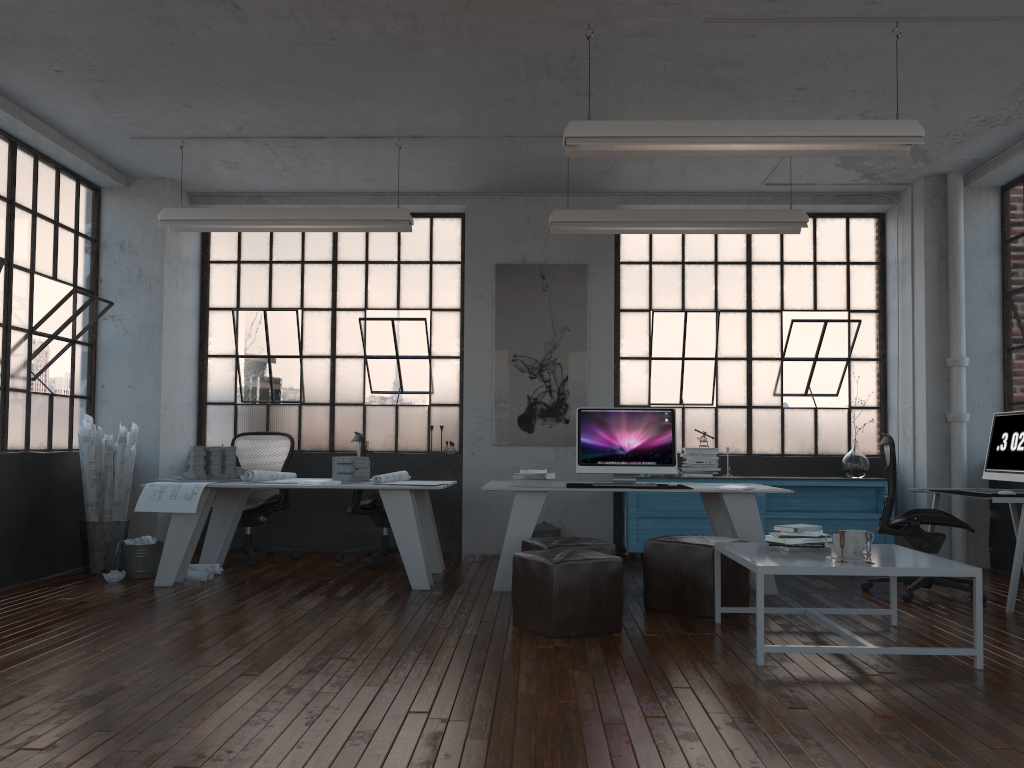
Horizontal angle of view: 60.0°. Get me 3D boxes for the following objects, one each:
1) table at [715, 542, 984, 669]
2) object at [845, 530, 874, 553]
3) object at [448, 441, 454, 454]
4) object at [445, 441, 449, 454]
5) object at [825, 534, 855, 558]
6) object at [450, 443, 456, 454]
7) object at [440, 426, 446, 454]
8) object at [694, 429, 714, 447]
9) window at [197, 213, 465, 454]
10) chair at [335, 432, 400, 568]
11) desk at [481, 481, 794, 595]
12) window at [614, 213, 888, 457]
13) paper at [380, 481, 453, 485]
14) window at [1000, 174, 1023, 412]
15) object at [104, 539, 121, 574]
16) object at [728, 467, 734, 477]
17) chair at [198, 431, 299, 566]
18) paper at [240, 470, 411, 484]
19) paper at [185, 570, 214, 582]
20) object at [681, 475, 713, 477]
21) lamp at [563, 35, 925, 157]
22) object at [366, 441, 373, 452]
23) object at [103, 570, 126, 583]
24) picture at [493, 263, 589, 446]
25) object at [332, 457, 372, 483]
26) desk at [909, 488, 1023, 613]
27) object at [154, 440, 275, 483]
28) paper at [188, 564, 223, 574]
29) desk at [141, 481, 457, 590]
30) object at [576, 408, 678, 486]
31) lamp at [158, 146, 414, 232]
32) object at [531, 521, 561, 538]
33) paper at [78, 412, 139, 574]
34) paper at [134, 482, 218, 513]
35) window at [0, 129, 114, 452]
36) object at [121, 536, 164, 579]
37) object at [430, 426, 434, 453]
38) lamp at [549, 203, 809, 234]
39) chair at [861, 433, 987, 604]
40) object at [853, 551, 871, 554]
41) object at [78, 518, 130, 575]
[{"bbox_3d":[1.610,1.073,4.437,0.991,0.444,0.974,0,-4,2],"label":"table"},{"bbox_3d":[1.762,0.800,4.504,0.129,0.109,0.101,0,-3,10],"label":"object"},{"bbox_3d":[-0.566,0.585,8.189,0.058,0.117,0.032,0,-3,16],"label":"object"},{"bbox_3d":[-0.605,0.589,8.247,0.032,0.117,0.058,2,-3,-37],"label":"object"},{"bbox_3d":[1.589,0.783,4.282,0.129,0.109,0.101,0,-3,10],"label":"object"},{"bbox_3d":[-0.550,0.598,8.262,0.058,0.101,0.032,-2,-3,37],"label":"object"},{"bbox_3d":[-0.654,0.516,8.226,0.085,0.259,0.085,2,-3,-35],"label":"object"},{"bbox_3d":[1.715,0.478,7.899,0.092,0.161,0.177,2,-4,-30],"label":"object"},{"bbox_3d":[-1.690,-0.482,8.399,2.590,2.388,0.670,0,-3,2],"label":"window"},{"bbox_3d":[-1.080,0.948,7.485,0.792,1.084,0.771,2,-3,-29],"label":"chair"},{"bbox_3d":[0.842,1.082,6.414,2.077,0.703,1.076,0,-4,2],"label":"desk"},{"bbox_3d":[2.216,-0.459,8.280,2.590,2.388,0.670,0,-3,2],"label":"window"},{"bbox_3d":[-0.674,0.703,6.293,0.428,0.001,0.485,0,-4,12],"label":"paper"},{"bbox_3d":[4.074,-0.594,6.130,0.669,2.388,2.594,0,-3,2],"label":"window"},{"bbox_3d":[-2.880,1.258,6.385,0.107,0.280,0.293,2,-3,-25],"label":"object"},{"bbox_3d":[1.916,0.772,7.806,0.088,0.084,0.088,0,-3,6],"label":"object"},{"bbox_3d":[-2.173,0.937,7.451,0.770,1.084,0.793,1,-3,-4],"label":"chair"},{"bbox_3d":[-1.362,0.693,6.684,1.075,0.105,0.977,0,-4,2],"label":"paper"},{"bbox_3d":[-2.283,1.374,6.352,0.341,0.068,0.083,-2,-4,27],"label":"paper"},{"bbox_3d":[1.600,0.797,7.695,0.253,0.014,0.187,0,-4,2],"label":"object"},{"bbox_3d":[1.215,-1.555,4.731,1.877,0.628,0.202,0,-3,2],"label":"lamp"},{"bbox_3d":[-1.347,0.580,8.248,0.124,0.100,0.124,-1,-4,24],"label":"object"},{"bbox_3d":[-2.778,1.345,6.194,0.135,0.083,0.108,1,-3,-8],"label":"object"},{"bbox_3d":[0.261,-0.268,8.004,0.853,1.648,0.025,0,-2,2],"label":"picture"},{"bbox_3d":[-1.200,0.636,6.614,0.416,0.182,0.389,-2,-4,32],"label":"object"},{"bbox_3d":[3.377,1.074,5.926,0.933,0.687,1.228,0,-4,2],"label":"desk"},{"bbox_3d":[-2.203,0.569,6.584,0.736,0.305,0.434,4,-5,-43],"label":"object"},{"bbox_3d":[-2.370,1.378,6.545,0.466,0.094,0.114,1,-3,-13],"label":"paper"},{"bbox_3d":[-1.478,1.065,6.484,2.056,0.696,1.066,0,-4,2],"label":"desk"},{"bbox_3d":[0.815,0.440,6.282,0.714,0.552,0.377,0,-3,3],"label":"object"},{"bbox_3d":[-1.674,-1.467,6.610,1.877,0.628,0.202,0,-3,2],"label":"lamp"},{"bbox_3d":[0.288,1.364,7.796,0.293,0.307,0.293,-1,-4,30],"label":"object"},{"bbox_3d":[-3.064,0.810,6.706,0.412,1.196,0.441,1,-3,-20],"label":"paper"},{"bbox_3d":[-2.279,0.768,6.031,0.439,0.183,0.435,0,-4,1],"label":"paper"},{"bbox_3d":[-3.627,-0.640,6.369,0.669,2.388,2.594,0,-3,2],"label":"window"},{"bbox_3d":[-2.701,1.254,6.469,0.290,0.293,0.291,-2,-4,42],"label":"object"},{"bbox_3d":[-0.747,0.516,8.245,0.085,0.259,0.085,2,-3,-35],"label":"object"},{"bbox_3d":[1.212,-1.226,6.513,1.877,0.205,0.202,0,-3,2],"label":"lamp"},{"bbox_3d":[2.792,0.876,6.010,0.792,1.084,0.771,0,-3,6],"label":"chair"},{"bbox_3d":[1.750,0.854,4.502,0.137,0.003,0.138,-1,-4,23],"label":"object"},{"bbox_3d":[-3.056,1.215,6.640,0.354,0.397,0.355,0,-3,8],"label":"object"}]
